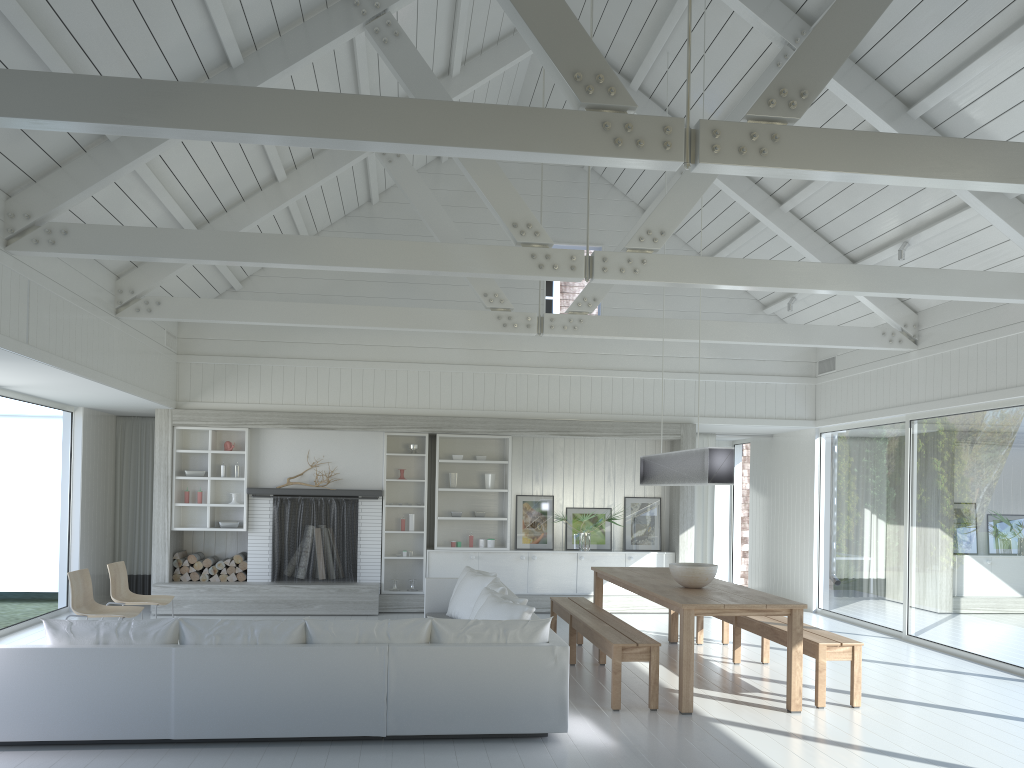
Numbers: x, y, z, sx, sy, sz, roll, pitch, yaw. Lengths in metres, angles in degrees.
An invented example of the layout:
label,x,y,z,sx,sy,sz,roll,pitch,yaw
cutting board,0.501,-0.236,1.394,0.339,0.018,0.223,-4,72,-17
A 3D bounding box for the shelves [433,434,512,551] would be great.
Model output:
label,x,y,z,sx,sy,sz,roll,pitch,yaw
shelves,-0.521,1.391,11.319,0.939,1.441,0.606,1,-2,-7

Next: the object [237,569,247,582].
label,x,y,z,sx,sy,sz,roll,pitch,yaw
object,-3.317,2.367,10.925,0.110,0.110,0.496,2,-7,-8

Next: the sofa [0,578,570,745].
label,x,y,z,sx,sy,sz,roll,pitch,yaw
sofa,-1.627,1.982,7.173,3.477,0.736,4.154,2,-7,-7

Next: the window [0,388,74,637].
label,x,y,z,sx,sy,sz,roll,pitch,yaw
window,-4.662,0.969,6.133,0.080,2.412,8.756,1,-6,-7

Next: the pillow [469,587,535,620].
label,x,y,z,sx,sy,sz,roll,pitch,yaw
pillow,-0.134,1.825,6.611,0.466,0.476,1.323,2,-6,-15

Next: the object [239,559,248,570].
label,x,y,z,sx,sy,sz,roll,pitch,yaw
object,-3.293,2.233,10.928,0.109,0.109,0.496,2,-7,-8

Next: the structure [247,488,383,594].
label,x,y,z,sx,sy,sz,roll,pitch,yaw
structure,-2.440,1.959,11.060,1.617,1.284,0.862,2,-3,-7

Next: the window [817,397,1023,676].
label,x,y,z,sx,sy,sz,roll,pitch,yaw
window,4.658,1.145,6.167,0.080,2.411,10.981,1,-7,-7

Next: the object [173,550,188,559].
label,x,y,z,sx,sy,sz,roll,pitch,yaw
object,-4.068,2.091,10.821,0.080,0.079,0.480,2,-7,-8

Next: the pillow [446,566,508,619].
label,x,y,z,sx,sy,sz,roll,pitch,yaw
pillow,-0.300,2.024,8.266,0.462,0.476,2.066,2,-7,-14

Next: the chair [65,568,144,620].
label,x,y,z,sx,sy,sz,roll,pitch,yaw
chair,-3.402,1.936,7.288,0.555,0.779,0.597,1,-3,-7

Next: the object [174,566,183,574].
label,x,y,z,sx,sy,sz,roll,pitch,yaw
object,-4.057,2.271,10.820,0.080,0.079,0.480,2,-7,-8

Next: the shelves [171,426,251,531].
label,x,y,z,sx,sy,sz,roll,pitch,yaw
shelves,-3.643,1.167,10.806,0.866,1.237,0.550,1,-2,-7

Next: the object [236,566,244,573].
label,x,y,z,sx,sy,sz,roll,pitch,yaw
object,-3.341,2.282,10.915,0.080,0.079,0.480,2,-7,-8

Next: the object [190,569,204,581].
label,x,y,z,sx,sy,sz,roll,pitch,yaw
object,-3.856,2.349,10.858,0.110,0.110,0.496,2,-7,-8

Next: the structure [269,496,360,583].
label,x,y,z,sx,sy,sz,roll,pitch,yaw
structure,-2.395,1.894,10.708,1.098,1.062,0.116,2,-1,-7

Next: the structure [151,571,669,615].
label,x,y,z,sx,sy,sz,roll,pitch,yaw
structure,-1.131,2.709,11.515,6.350,0.345,1.891,2,-7,-7

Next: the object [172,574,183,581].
label,x,y,z,sx,sy,sz,roll,pitch,yaw
object,-4.062,2.364,10.840,0.108,0.106,0.517,2,-7,-8

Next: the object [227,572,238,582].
label,x,y,z,sx,sy,sz,roll,pitch,yaw
object,-3.422,2.381,10.927,0.134,0.146,0.550,1,-7,-7

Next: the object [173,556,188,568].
label,x,y,z,sx,sy,sz,roll,pitch,yaw
object,-4.055,2.183,10.834,0.109,0.109,0.496,2,-7,-8

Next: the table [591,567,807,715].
label,x,y,z,sx,sy,sz,roll,pitch,yaw
table,1.426,2.080,7.553,0.906,0.760,2.963,2,-7,-7

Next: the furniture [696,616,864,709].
label,x,y,z,sx,sy,sz,roll,pitch,yaw
furniture,2.192,2.251,7.640,0.340,0.469,2.693,1,-7,-7

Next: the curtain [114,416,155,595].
label,x,y,z,sx,sy,sz,roll,pitch,yaw
curtain,-4.931,1.608,11.634,0.630,2.366,0.116,1,-1,-8

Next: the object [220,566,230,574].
label,x,y,z,sx,sy,sz,roll,pitch,yaw
object,-3.517,2.289,10.887,0.080,0.079,0.480,2,-7,-8

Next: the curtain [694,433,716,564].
label,x,y,z,sx,sy,sz,roll,pitch,yaw
curtain,2.447,1.871,12.684,1.006,2.366,0.116,1,-1,-7

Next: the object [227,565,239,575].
label,x,y,z,sx,sy,sz,roll,pitch,yaw
object,-3.434,2.289,10.910,0.109,0.109,0.496,2,-7,-8

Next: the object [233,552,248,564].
label,x,y,z,sx,sy,sz,roll,pitch,yaw
object,-3.355,2.151,10.922,0.110,0.110,0.496,2,-7,-8

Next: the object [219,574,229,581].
label,x,y,z,sx,sy,sz,roll,pitch,yaw
object,-3.523,2.382,10.907,0.108,0.106,0.517,2,-7,-8

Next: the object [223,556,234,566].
label,x,y,z,sx,sy,sz,roll,pitch,yaw
object,-3.481,2.183,10.892,0.086,0.091,0.481,2,-7,-8

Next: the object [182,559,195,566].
label,x,y,z,sx,sy,sz,roll,pitch,yaw
object,-3.957,2.179,10.833,0.080,0.079,0.480,2,-7,-8

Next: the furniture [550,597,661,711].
label,x,y,z,sx,sy,sz,roll,pitch,yaw
furniture,0.705,2.202,7.457,0.340,0.469,2.693,1,-7,-7

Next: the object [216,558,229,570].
label,x,y,z,sx,sy,sz,roll,pitch,yaw
object,-3.563,2.221,10.895,0.109,0.109,0.496,2,-7,-8

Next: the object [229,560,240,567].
label,x,y,z,sx,sy,sz,roll,pitch,yaw
object,-3.418,2.197,10.900,0.080,0.079,0.480,2,-7,-8

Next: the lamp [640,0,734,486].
label,x,y,z,sx,sy,sz,roll,pitch,yaw
lamp,1.478,-1.253,7.536,0.200,4.235,1.911,1,-2,-7

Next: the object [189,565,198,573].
label,x,y,z,sx,sy,sz,roll,pitch,yaw
object,-3.880,2.264,10.849,0.080,0.079,0.480,2,-7,-8

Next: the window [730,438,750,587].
label,x,y,z,sx,sy,sz,roll,pitch,yaw
window,3.702,2.097,14.151,0.038,2.424,0.948,1,-2,-7

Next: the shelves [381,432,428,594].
label,x,y,z,sx,sy,sz,roll,pitch,yaw
shelves,-1.362,1.639,11.213,0.541,1.997,0.606,1,-1,-7

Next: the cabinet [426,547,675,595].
label,x,y,z,sx,sy,sz,roll,pitch,yaw
cabinet,0.481,2.421,11.409,3.182,0.550,0.656,2,-4,-7

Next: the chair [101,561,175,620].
label,x,y,z,sx,sy,sz,roll,pitch,yaw
chair,-3.442,2.031,8.069,0.555,0.779,0.597,1,-3,-7

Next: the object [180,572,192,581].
label,x,y,z,sx,sy,sz,roll,pitch,yaw
object,-3.961,2.363,10.861,0.134,0.146,0.550,1,-7,-7

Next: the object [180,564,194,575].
label,x,y,z,sx,sy,sz,roll,pitch,yaw
object,-3.973,2.271,10.844,0.109,0.109,0.496,2,-7,-8

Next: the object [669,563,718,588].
label,x,y,z,sx,sy,sz,roll,pitch,yaw
object,1.467,1.555,7.135,0.389,0.185,0.391,3,-6,-16
